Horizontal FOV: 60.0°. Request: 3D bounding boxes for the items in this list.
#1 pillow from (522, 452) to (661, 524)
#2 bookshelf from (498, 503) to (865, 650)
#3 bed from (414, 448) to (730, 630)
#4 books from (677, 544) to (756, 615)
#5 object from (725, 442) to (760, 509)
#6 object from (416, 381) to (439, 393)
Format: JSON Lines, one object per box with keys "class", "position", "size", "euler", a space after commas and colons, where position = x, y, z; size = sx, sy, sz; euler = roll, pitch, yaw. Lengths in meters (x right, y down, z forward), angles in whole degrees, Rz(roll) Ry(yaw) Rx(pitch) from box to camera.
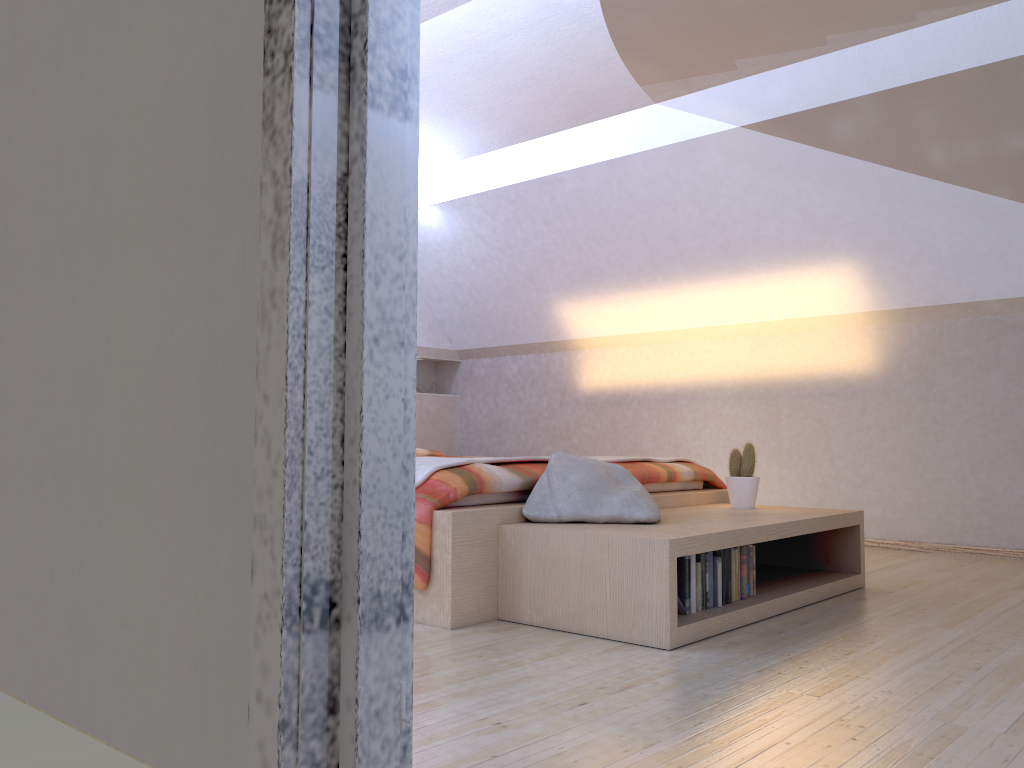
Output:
{"class": "pillow", "position": [0.292, 0.368, 3.176], "size": [0.470, 0.241, 0.498], "euler": [0, -4, 6]}
{"class": "bookshelf", "position": [0.689, 0.637, 3.232], "size": [0.643, 0.303, 1.495], "euler": [-3, -5, 41]}
{"class": "bed", "position": [-0.679, 0.371, 4.461], "size": [3.009, 0.994, 2.087], "euler": [-3, -5, 41]}
{"class": "books", "position": [0.572, 0.611, 2.829], "size": [0.157, 0.193, 0.652], "euler": [-3, -5, 41]}
{"class": "object", "position": [0.966, 0.380, 3.718], "size": [0.144, 0.294, 0.144], "euler": [2, -4, -23]}
{"class": "object", "position": [-0.843, -0.022, 6.828], "size": [0.085, 0.193, 0.905], "euler": [-3, -5, 42]}
